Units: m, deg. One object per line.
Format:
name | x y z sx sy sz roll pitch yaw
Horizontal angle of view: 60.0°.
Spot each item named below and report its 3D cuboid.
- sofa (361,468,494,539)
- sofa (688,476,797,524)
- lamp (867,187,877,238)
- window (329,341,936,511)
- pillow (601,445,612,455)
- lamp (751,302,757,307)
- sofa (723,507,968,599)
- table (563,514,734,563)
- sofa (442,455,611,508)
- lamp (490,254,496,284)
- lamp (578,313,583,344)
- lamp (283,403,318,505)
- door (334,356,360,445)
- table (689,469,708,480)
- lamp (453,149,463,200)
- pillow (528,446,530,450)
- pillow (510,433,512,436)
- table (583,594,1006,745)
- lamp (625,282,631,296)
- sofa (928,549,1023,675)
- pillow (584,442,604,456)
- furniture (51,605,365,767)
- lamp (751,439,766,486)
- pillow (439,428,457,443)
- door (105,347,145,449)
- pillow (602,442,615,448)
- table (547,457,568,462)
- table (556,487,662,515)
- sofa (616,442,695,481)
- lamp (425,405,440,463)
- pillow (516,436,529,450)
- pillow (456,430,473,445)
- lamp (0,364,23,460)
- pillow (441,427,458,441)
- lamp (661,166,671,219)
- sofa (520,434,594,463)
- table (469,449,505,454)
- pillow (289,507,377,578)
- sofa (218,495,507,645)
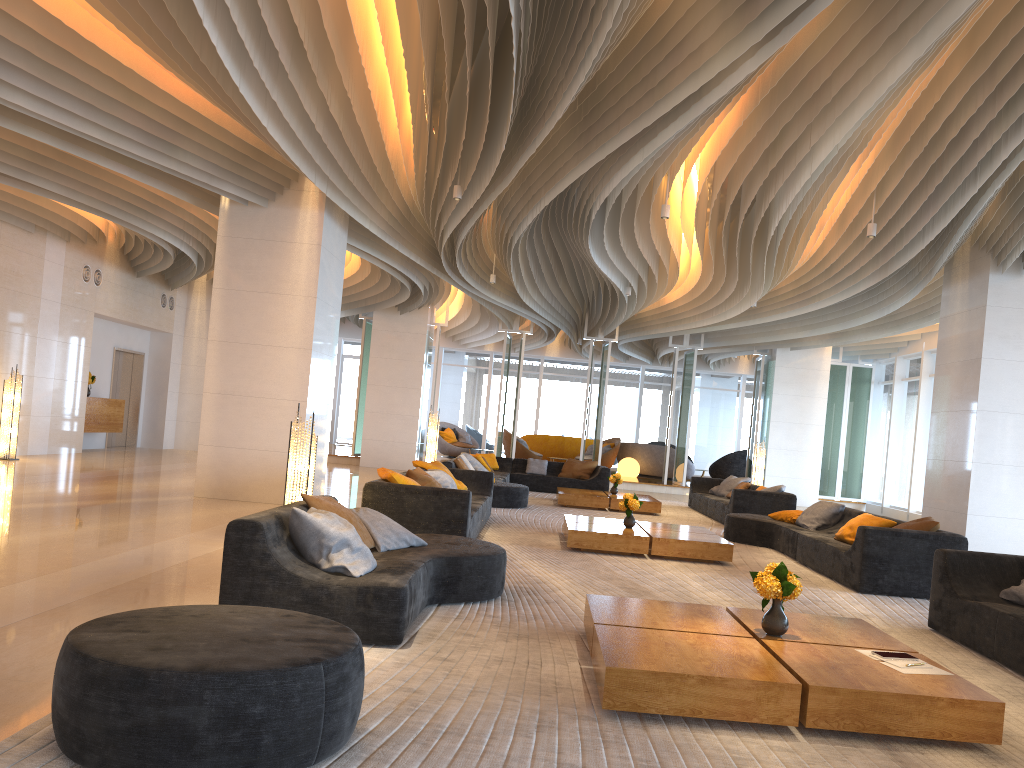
sofa | -0.769 1.251 9.342 0.941 0.582 3.783 5 -3 2
sofa | 3.669 1.923 14.510 0.941 0.582 3.783 5 -3 2
lamp | 3.849 -2.296 9.331 0.089 1.505 0.088 5 0 -8
window | 5.812 0.421 11.702 22.565 3.219 53.496 7 -4 -33
pillow | 2.407 1.785 23.446 0.463 0.408 0.505 5 -2 4
lamp | 4.016 -2.012 14.505 0.091 1.505 0.087 5 0 -44
sofa | 3.331 1.637 9.589 1.351 0.582 4.146 5 -3 1
table | 1.360 1.629 9.352 1.600 0.220 1.603 5 -3 1
sofa | 0.383 1.619 15.079 2.823 0.653 5.096 5 -3 2
lamp | -0.251 -2.400 14.504 0.091 1.505 0.087 5 0 -44
lamp | 1.808 -1.778 22.854 0.088 1.505 0.089 5 0 10
lamp | -1.696 0.754 7.100 0.250 1.198 0.250 5 0 1
door | -4.726 0.563 27.846 1.458 2.770 0.060 5 0 0
table | 4.991 2.518 24.608 1.098 0.318 0.805 7 -3 -27
lamp | -0.510 -2.693 9.325 0.089 1.505 0.088 5 0 -8
pillow | 0.274 1.597 23.557 0.457 0.408 0.511 5 -2 24
pillow | 0.018 1.509 23.216 0.372 0.422 0.606 5 -2 0
table | 1.188 1.352 4.335 1.600 0.220 1.603 5 -3 1
lamp | 1.965 -2.198 14.503 0.091 1.505 0.087 5 0 -44
sofa | 3.282 1.349 4.153 1.331 0.582 4.209 5 -3 9
pillow | 2.231 1.774 24.101 0.481 0.454 0.609 6 -2 -37
furniture | -1.005 1.012 3.019 0.976 0.364 0.991 5 -3 11
lamp | 4.631 1.700 16.680 0.250 1.450 0.250 5 0 1
pillow | -1.809 1.459 25.103 0.467 0.454 0.628 5 -2 18
door | -8.367 0.311 18.943 0.246 2.100 1.407 5 -1 2
pillow | 2.543 1.772 23.851 0.377 0.422 0.598 6 -2 -20
table | 1.346 2.116 23.250 0.827 0.318 1.069 6 -3 -17
table | 1.537 1.914 14.511 1.600 0.220 1.603 5 -3 1
sofa | 3.759 2.065 23.667 1.132 0.900 2.513 7 -3 -39
lamp | -1.420 1.100 15.713 0.250 1.450 0.250 5 0 1
pillow | 0.219 1.528 22.872 0.477 0.454 0.614 6 -2 -17
pillow | -1.374 1.556 25.644 0.513 0.408 0.456 6 -2 -32
lamp | -7.588 0.421 13.422 0.250 1.450 0.250 5 0 1
pillow | -1.772 1.466 25.508 0.365 0.422 0.617 4 -2 35
lamp | 1.678 -2.494 9.333 0.090 1.505 0.087 5 0 -26
sofa | 1.333 1.922 25.164 2.579 0.901 1.103 6 -2 -10
table | -0.661 2.018 24.856 1.074 0.318 0.823 5 -3 8
pillow | -0.956 0.834 4.794 0.457 0.344 0.564 5 -2 0
sofa | -0.724 1.056 5.449 1.354 0.576 2.256 5 -3 2
